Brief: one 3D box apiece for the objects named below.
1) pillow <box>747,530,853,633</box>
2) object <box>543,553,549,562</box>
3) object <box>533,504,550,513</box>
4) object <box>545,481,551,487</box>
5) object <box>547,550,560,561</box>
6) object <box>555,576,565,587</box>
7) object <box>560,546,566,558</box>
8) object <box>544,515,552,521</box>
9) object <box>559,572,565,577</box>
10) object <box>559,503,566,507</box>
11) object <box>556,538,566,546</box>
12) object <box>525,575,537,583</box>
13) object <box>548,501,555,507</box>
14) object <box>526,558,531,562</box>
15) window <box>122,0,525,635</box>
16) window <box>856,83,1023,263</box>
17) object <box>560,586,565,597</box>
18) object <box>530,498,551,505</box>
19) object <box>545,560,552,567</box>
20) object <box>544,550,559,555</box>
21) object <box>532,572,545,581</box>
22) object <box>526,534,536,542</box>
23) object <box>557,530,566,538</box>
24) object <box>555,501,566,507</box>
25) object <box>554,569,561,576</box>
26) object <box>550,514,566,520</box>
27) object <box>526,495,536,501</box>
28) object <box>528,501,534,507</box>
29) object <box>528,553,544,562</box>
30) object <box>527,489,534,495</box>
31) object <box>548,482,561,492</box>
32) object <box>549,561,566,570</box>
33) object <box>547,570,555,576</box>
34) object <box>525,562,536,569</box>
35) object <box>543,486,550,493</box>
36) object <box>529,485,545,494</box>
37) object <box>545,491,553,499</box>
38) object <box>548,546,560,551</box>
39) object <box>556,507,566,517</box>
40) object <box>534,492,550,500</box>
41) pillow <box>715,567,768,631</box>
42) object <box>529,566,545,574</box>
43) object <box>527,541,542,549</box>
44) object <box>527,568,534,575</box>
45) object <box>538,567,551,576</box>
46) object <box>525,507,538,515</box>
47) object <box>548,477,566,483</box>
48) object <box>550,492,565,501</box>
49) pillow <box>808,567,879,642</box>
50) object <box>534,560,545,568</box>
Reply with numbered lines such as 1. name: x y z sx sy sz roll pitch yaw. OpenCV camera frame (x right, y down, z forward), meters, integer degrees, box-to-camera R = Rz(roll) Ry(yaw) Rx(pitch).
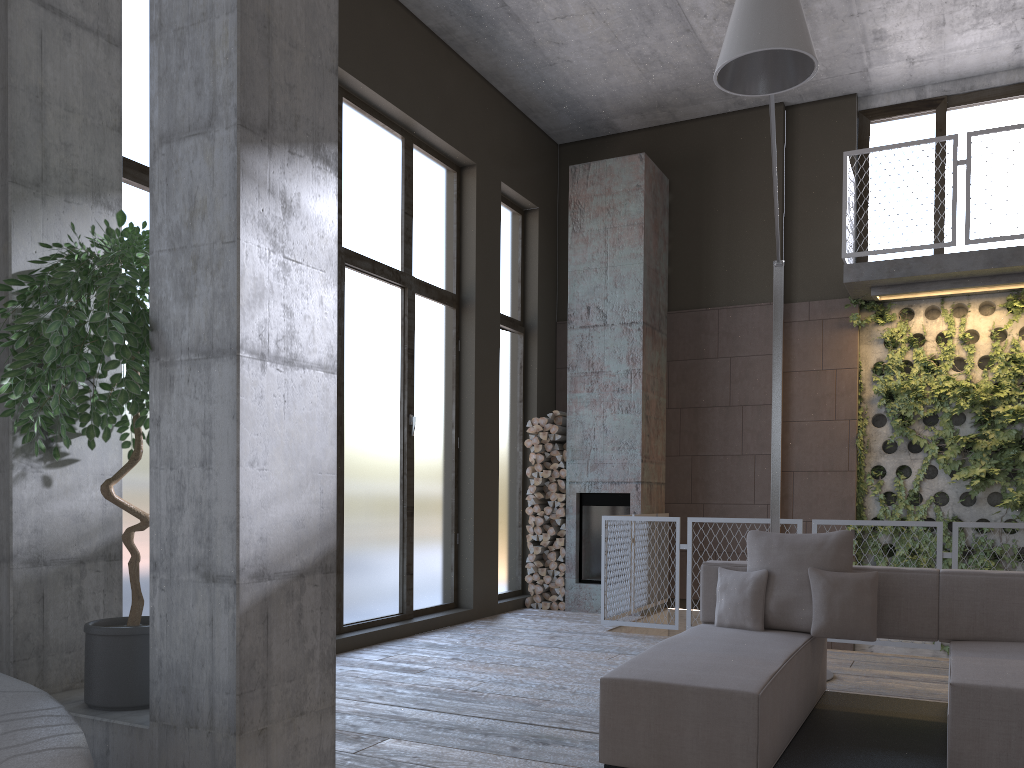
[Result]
1. pillow: 1.537 1.062 4.742 0.564 0.556 0.221 -1 -1 29
2. object: 0.435 1.845 9.378 0.104 0.102 0.294 -1 -7 28
3. object: 0.363 1.324 9.351 0.091 0.089 0.458 -1 -7 28
4. object: 0.448 1.056 9.271 0.064 0.074 0.361 -1 -7 28
5. object: 0.475 1.798 9.206 0.098 0.106 0.296 -1 -6 26
6. object: 0.553 2.045 9.128 0.101 0.102 0.294 -1 -6 26
7. object: 0.607 1.754 9.175 0.064 0.124 0.366 0 -6 28
8. object: 0.436 1.410 9.283 0.064 0.074 0.361 -1 -7 25
9. object: 0.560 1.970 9.122 0.063 0.048 0.252 -2 -7 26
10. object: 0.566 1.254 9.107 0.063 0.048 0.252 -2 -7 26
11. object: 0.606 1.648 9.212 0.093 0.083 0.482 -1 -7 27
12. object: 0.277 2.073 9.401 0.091 0.092 0.440 -1 -7 28
13. object: 0.498 1.270 9.263 0.067 0.067 0.425 -1 -7 28
14. object: 0.275 1.864 9.397 0.067 0.071 0.426 -1 -7 28
15. window: -1.913 -0.339 5.392 0.209 4.148 9.264 1 -5 25
16. window: 5.021 -1.896 7.900 3.569 1.747 0.110 -2 0 27
17. object: 0.604 2.156 9.183 0.064 0.124 0.366 0 -6 28
18. object: 0.311 1.241 9.258 0.071 0.072 0.425 -1 -7 28
19. object: 0.471 1.896 9.323 0.101 0.086 0.365 -2 -7 27
20. object: 0.442 1.772 9.286 0.064 0.074 0.361 -1 -7 28
21. object: 0.357 2.040 9.365 0.091 0.089 0.458 -1 -7 28
22. object: 0.282 1.639 9.402 0.079 0.107 0.439 0 -7 27
23. object: 0.611 1.571 9.235 0.115 0.079 0.438 -2 -7 26
24. object: 0.570 1.264 9.226 0.067 0.067 0.425 -1 -7 28
25. object: 0.564 1.980 9.241 0.067 0.067 0.425 -1 -7 28
26. object: 0.525 1.391 9.233 0.122 0.067 0.366 -2 -8 28
27. object: 0.277 1.213 9.355 0.122 0.067 0.366 -2 -8 26
28. object: 0.295 1.287 9.361 0.067 0.084 0.427 -1 -7 29
29. object: 0.315 1.838 9.344 0.091 0.089 0.458 -1 -7 28
30. object: 0.281 1.148 9.383 0.067 0.071 0.426 -1 -7 28
31. object: 0.481 1.082 9.192 0.098 0.106 0.296 -1 -6 26
32. object: 0.529 1.905 9.265 0.092 0.093 0.440 -1 -7 28
33. object: 0.492 1.986 9.277 0.067 0.067 0.425 -1 -7 28
34. object: 0.271 1.928 9.370 0.122 0.067 0.366 -2 -8 26
35. object: 0.441 1.130 9.363 0.104 0.102 0.294 -1 -7 28
36. object: 0.321 1.123 9.329 0.091 0.089 0.458 -1 -7 28
37. object: 0.477 1.181 9.308 0.101 0.086 0.365 -2 -7 27
38. object: 0.485 1.726 9.234 0.089 0.056 0.334 -2 -8 27
39. object: 0.559 1.329 9.113 0.101 0.102 0.294 -1 -6 26
40. object: 0.381 1.197 9.345 0.115 0.079 0.438 -2 -7 27
41. pillow: 1.259 1.201 4.849 0.151 0.375 0.370 0 -3 -30
42. object: 0.305 1.957 9.273 0.071 0.072 0.425 -1 -7 28
43. object: 0.274 1.742 9.419 0.070 0.117 0.366 0 -6 27
44. object: 0.289 2.002 9.375 0.067 0.084 0.427 -1 -7 29
45. object: 0.424 1.979 9.309 0.093 0.083 0.482 -1 -7 27
46. object: 0.283 1.357 9.387 0.091 0.092 0.440 -1 -7 28
47. object: 0.491 1.010 9.220 0.089 0.056 0.334 -2 -8 27
48. object: 0.534 1.189 9.250 0.092 0.093 0.440 -1 -7 28
49. pillow: 1.720 1.139 4.534 0.376 0.372 0.169 0 0 0
50. object: 0.376 1.913 9.359 0.115 0.079 0.438 -2 -7 27
